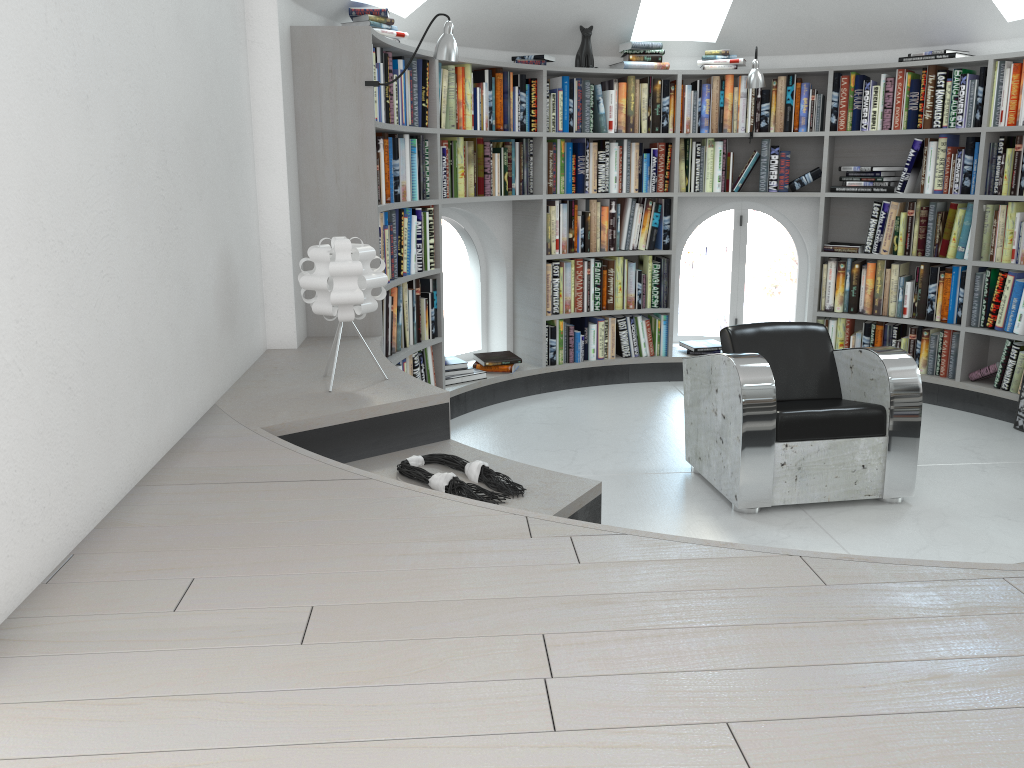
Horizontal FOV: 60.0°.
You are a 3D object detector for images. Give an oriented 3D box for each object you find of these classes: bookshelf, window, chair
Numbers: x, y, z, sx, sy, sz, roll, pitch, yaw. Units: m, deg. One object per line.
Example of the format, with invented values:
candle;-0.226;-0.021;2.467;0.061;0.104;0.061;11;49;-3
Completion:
bookshelf;1.133;-0.928;5.182;4.333;1.869;2.122;-1;13;-4
window;0.558;-0.711;6.066;3.233;1.144;0.620;-5;13;-18
chair;1.300;0.116;4.108;0.823;0.715;0.746;-2;13;-9

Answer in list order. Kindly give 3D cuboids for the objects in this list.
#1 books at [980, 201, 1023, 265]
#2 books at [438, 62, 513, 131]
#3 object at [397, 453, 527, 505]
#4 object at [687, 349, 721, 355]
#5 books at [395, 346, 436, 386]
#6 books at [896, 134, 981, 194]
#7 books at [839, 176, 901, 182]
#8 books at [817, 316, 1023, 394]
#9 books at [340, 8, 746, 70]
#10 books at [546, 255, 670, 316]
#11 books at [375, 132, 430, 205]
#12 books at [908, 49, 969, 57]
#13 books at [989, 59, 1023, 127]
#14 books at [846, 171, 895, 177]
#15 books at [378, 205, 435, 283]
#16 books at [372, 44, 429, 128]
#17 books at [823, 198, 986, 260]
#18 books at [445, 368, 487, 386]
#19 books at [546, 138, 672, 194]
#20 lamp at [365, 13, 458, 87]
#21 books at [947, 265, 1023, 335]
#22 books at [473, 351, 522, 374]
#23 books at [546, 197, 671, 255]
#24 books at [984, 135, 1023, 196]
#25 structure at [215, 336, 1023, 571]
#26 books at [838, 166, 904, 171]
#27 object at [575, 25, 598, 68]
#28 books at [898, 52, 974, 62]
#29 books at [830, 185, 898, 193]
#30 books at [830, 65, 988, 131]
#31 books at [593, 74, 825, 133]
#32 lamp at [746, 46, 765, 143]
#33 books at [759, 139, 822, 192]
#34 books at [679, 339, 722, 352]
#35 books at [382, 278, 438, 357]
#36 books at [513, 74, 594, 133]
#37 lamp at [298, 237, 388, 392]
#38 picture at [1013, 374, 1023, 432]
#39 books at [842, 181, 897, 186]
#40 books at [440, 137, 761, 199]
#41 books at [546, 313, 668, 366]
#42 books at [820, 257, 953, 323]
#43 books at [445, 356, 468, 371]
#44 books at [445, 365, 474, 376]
books;3.024;-0.797;4.795;0.276;0.345;1.026;-5;14;-18
books;-0.306;-1.660;5.164;0.269;0.370;0.796;10;17;38
object;-0.165;0.286;2.692;0.218;0.081;0.474;-12;18;-40
object;1.347;-0.239;6.225;0.226;0.036;0.215;3;14;12
books;-0.665;-0.004;4.741;0.283;0.318;0.924;3;14;14
books;2.641;-1.327;5.358;0.555;0.348;0.256;12;17;41
books;2.298;-1.317;5.687;0.270;0.031;0.286;-13;19;-43
books;2.599;-0.217;5.540;0.360;0.309;1.502;-12;18;-41
books;0.222;-1.992;5.261;2.820;0.172;0.751;-9;16;-33
books;0.612;-0.685;5.989;1.032;0.355;0.294;-5;14;-19
books;-0.687;-1.086;4.471;0.303;0.345;1.095;2;14;11
books;2.564;-1.979;5.332;0.233;0.027;0.248;-9;16;-31
books;3.009;-1.548;4.647;0.293;0.360;1.019;-5;15;-21
books;2.298;-1.347;5.681;0.214;0.036;0.227;-13;19;-43
books;-0.648;-0.712;4.518;0.260;0.357;1.026;3;14;12
books;-0.679;-1.458;4.369;0.300;0.359;1.039;2;14;12
books;2.472;-0.980;5.538;0.976;0.350;0.252;10;17;37
books;-0.417;-0.063;5.526;0.366;0.042;0.389;-11;17;-36
books;0.582;-1.437;5.860;1.029;0.357;0.302;-5;14;-18
lamp;-0.444;-1.474;3.917;0.414;0.310;0.117;-2;13;-7
books;2.988;-0.441;4.934;0.304;0.356;1.190;-6;15;-22
books;-0.096;-0.138;5.713;0.318;0.099;0.293;-1;14;-3
books;0.598;-1.060;5.901;0.998;0.349;0.299;-5;14;-20
books;3.014;-1.172;4.717;0.279;0.356;1.058;-5;14;-18
structure;1.239;0.148;4.001;4.722;0.689;4.727;11;18;39
books;2.298;-1.378;5.674;0.269;0.031;0.287;-6;15;-23
object;0.476;-2.126;5.620;0.147;0.263;0.203;-2;13;-7
books;2.564;-1.951;5.338;0.317;0.036;0.337;-12;18;-40
books;2.299;-1.255;5.701;0.389;0.042;0.367;9;17;35
books;2.424;-1.740;5.426;0.971;0.365;0.307;11;17;38
books;1.259;-1.826;5.804;1.565;0.364;0.396;0;13;1
lamp;1.496;-1.801;5.552;0.113;0.563;0.360;0;13;3
books;1.837;-1.433;5.822;0.399;0.338;0.225;3;13;15
books;1.347;-0.269;6.219;0.268;0.029;0.254;-4;14;-14
books;-0.689;-0.112;4.381;0.390;0.691;1.651;1;14;6
books;0.204;-1.761;5.608;0.683;0.344;0.266;-7;15;-27
lamp;-0.601;-0.260;3.175;0.306;0.521;0.307;-4;13;-15
picture;2.932;-0.103;4.631;0.090;0.857;0.582;-3;13;-14
books;2.299;-1.287;5.694;0.286;0.031;0.270;8;16;30
books;0.454;-1.372;5.624;2.531;0.368;0.594;-6;15;-23
books;0.599;-0.330;6.057;1.019;0.304;0.289;-5;14;-19
books;2.414;-0.623;5.678;0.874;0.348;0.273;10;16;36
books;-0.418;-0.127;5.512;0.214;0.036;0.228;-7;16;-27
books;-0.417;-0.096;5.519;0.269;0.031;0.287;-7;16;-27
